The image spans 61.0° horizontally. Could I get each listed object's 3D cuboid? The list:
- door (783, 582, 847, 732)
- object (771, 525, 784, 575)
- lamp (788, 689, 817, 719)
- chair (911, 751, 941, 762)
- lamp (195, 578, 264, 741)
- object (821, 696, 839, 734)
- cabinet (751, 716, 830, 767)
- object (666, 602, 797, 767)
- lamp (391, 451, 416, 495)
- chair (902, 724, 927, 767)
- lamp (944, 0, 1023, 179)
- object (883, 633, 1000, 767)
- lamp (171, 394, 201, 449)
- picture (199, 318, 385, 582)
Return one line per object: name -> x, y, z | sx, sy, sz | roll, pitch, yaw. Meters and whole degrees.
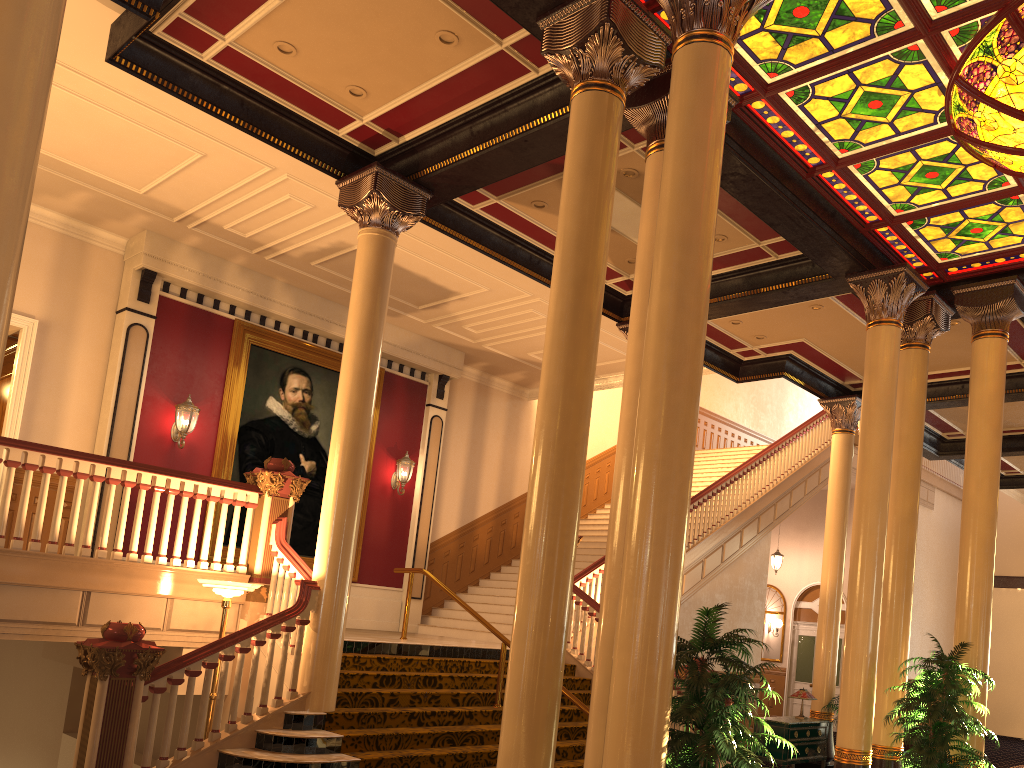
door -> 7.276, 6.449, 20.715 | 1.417, 3.419, 0.213 | -1, -9, 45
object -> -0.730, 0.175, 7.060 | 0.647, 4.218, 31.637 | 3, -14, 27
lamp -> 4.222, 4.649, 12.641 | 0.307, 0.412, 0.338 | -2, -12, 40
chair -> 5.167, 4.749, 10.713 | 0.774, 1.080, 0.724 | 11, -10, -30
lamp -> -2.631, 2.743, 7.655 | 0.561, 1.978, 0.610 | 3, -7, 27
object -> 5.196, 5.226, 13.096 | 1.018, 1.412, 1.126 | 8, -10, -16
cabinet -> 3.937, 5.184, 12.303 | 0.529, 0.851, 1.331 | -2, -14, 44
object -> 1.198, 2.413, 5.399 | 0.997, 2.115, 1.141 | 1, -9, 33
lamp -> -1.767, 1.446, 14.103 | 0.379, 0.718, 0.336 | -2, -11, 44
chair -> 5.823, 5.353, 12.388 | 0.669, 0.904, 0.672 | 3, -9, 14
lamp -> 4.608, -1.943, 6.045 | 2.890, 0.592, 3.182 | -8, -20, 41
object -> 4.128, 3.512, 8.474 | 1.074, 2.115, 1.061 | 5, -8, 3
lamp -> -4.318, 0.496, 11.461 | 0.379, 0.718, 0.336 | -2, -11, 44
picture -> -3.138, 1.095, 12.892 | 0.053, 3.391, 2.698 | 0, -10, 44
